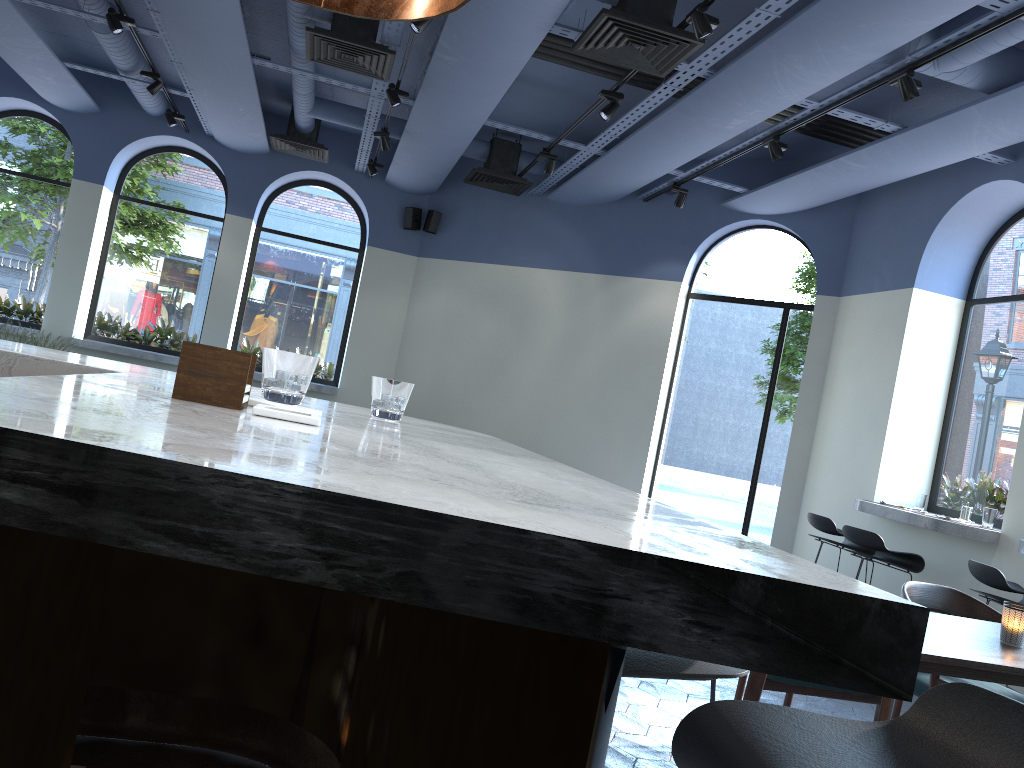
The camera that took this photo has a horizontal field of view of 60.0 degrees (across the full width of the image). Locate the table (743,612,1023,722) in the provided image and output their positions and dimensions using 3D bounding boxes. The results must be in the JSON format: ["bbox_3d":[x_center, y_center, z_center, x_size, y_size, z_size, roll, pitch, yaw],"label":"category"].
[{"bbox_3d":[-0.539,0.831,4.296,3.997,0.755,9.778,12,-1,-29],"label":"table"}]

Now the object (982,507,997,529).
[{"bbox_3d":[3.107,0.876,5.781,0.080,0.132,0.080,11,-1,2],"label":"object"}]

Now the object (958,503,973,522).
[{"bbox_3d":[3.201,0.902,6.247,0.047,0.136,0.093,11,-1,-13],"label":"object"}]

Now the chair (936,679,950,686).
[{"bbox_3d":[1.384,1.140,2.160,0.618,0.793,0.525,11,-1,-13],"label":"chair"}]

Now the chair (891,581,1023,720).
[{"bbox_3d":[1.761,1.245,3.532,0.618,0.793,0.525,11,-1,-13],"label":"chair"}]

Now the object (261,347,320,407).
[{"bbox_3d":[-0.443,-0.012,1.741,0.111,0.102,0.111,12,-2,-41],"label":"object"}]

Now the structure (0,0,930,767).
[{"bbox_3d":[-1.122,-0.914,0.783,3.220,3.800,3.653,11,-1,-13],"label":"structure"}]

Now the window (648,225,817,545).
[{"bbox_3d":[2.095,0.125,8.409,1.298,3.335,0.020,10,-2,32],"label":"window"}]

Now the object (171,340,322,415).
[{"bbox_3d":[-0.496,-0.008,1.652,0.171,0.099,0.342,11,-1,21],"label":"object"}]

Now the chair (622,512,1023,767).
[{"bbox_3d":[1.434,1.089,3.031,3.651,0.949,6.322,11,-1,-14],"label":"chair"}]

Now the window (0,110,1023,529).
[{"bbox_3d":[0.479,-0.755,6.900,14.212,2.394,3.897,10,-2,38],"label":"window"}]

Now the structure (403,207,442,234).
[{"bbox_3d":[-1.565,-2.133,4.231,7.261,0.268,13.143,12,-1,-29],"label":"structure"}]

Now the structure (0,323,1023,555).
[{"bbox_3d":[0.124,0.421,6.688,14.155,0.080,4.315,10,-2,39],"label":"structure"}]

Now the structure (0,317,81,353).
[{"bbox_3d":[-3.751,0.013,6.033,1.143,1.207,4.878,11,-1,-11],"label":"structure"}]

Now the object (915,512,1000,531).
[{"bbox_3d":[2.963,0.903,5.904,0.322,0.027,0.497,11,-1,-13],"label":"object"}]

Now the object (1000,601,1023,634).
[{"bbox_3d":[1.641,0.780,2.899,0.078,0.120,0.078,11,-1,4],"label":"object"}]

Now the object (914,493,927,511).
[{"bbox_3d":[3.031,0.879,6.585,0.080,0.132,0.080,11,-1,2],"label":"object"}]

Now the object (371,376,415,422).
[{"bbox_3d":[-0.313,0.040,2.264,0.111,0.102,0.111,12,-2,-41],"label":"object"}]

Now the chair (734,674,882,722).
[{"bbox_3d":[1.093,1.113,3.443,0.618,0.793,0.525,11,-1,-13],"label":"chair"}]

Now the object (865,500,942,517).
[{"bbox_3d":[2.841,0.892,6.453,0.322,0.027,0.497,11,-1,-13],"label":"object"}]

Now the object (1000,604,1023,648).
[{"bbox_3d":[1.595,0.769,2.814,0.078,0.120,0.078,11,-1,4],"label":"object"}]

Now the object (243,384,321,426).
[{"bbox_3d":[-0.474,0.025,1.633,0.249,0.042,0.339,11,-1,-12],"label":"object"}]
